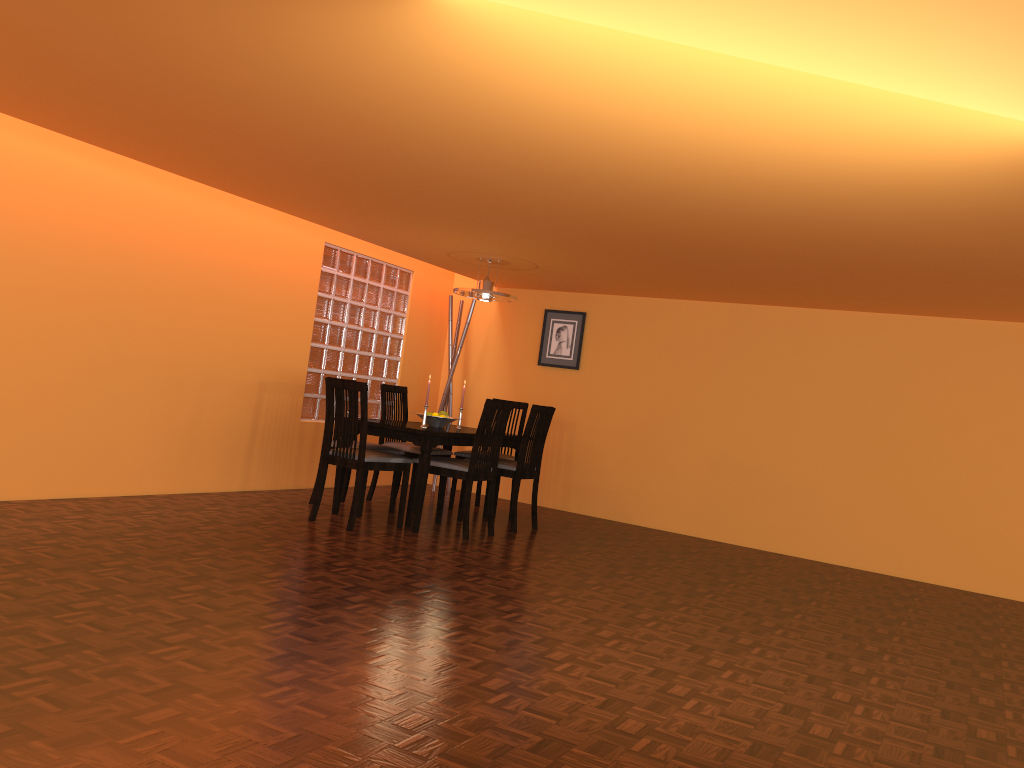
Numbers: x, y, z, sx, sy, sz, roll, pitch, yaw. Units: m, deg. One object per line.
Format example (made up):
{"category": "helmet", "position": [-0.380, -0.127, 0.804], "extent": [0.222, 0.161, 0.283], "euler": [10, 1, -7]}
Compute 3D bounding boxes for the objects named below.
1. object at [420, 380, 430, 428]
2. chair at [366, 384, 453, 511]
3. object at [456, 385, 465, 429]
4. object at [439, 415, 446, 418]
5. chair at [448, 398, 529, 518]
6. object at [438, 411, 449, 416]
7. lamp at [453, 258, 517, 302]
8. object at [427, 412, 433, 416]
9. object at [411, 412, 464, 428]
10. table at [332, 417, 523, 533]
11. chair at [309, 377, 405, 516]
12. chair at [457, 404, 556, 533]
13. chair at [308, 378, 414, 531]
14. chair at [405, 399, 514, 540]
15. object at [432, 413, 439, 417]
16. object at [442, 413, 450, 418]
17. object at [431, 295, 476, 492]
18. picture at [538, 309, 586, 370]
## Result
{"category": "object", "position": [-0.512, 0.100, 5.331], "extent": [0.044, 0.326, 0.044], "euler": [7, -1, 17]}
{"category": "chair", "position": [-0.695, 0.431, 6.082], "extent": [0.465, 0.809, 0.373], "euler": [7, -1, 29]}
{"category": "object", "position": [-0.329, 0.132, 5.847], "extent": [0.044, 0.326, 0.044], "euler": [7, -1, 17]}
{"category": "object", "position": [-0.436, 0.217, 5.531], "extent": [0.055, 0.046, 0.046], "euler": [8, -1, -9]}
{"category": "chair", "position": [-0.143, 0.508, 6.284], "extent": [0.373, 0.809, 0.465], "euler": [7, -1, 24]}
{"category": "object", "position": [-0.440, 0.206, 5.663], "extent": [0.069, 0.066, 0.069], "euler": [7, -1, 38]}
{"category": "lamp", "position": [-0.167, -0.692, 5.922], "extent": [0.435, 0.274, 0.435], "euler": [8, -1, -39]}
{"category": "object", "position": [-0.513, 0.216, 5.589], "extent": [0.089, 0.076, 0.087], "euler": [7, -1, 35]}
{"category": "object", "position": [-0.476, 0.236, 5.598], "extent": [0.337, 0.072, 0.337], "euler": [8, -1, -5]}
{"category": "table", "position": [-0.489, 0.566, 5.623], "extent": [0.697, 0.584, 1.259], "euler": [7, -1, 29]}
{"category": "chair", "position": [-0.967, 0.387, 5.575], "extent": [0.465, 0.809, 0.373], "euler": [7, -1, 29]}
{"category": "chair", "position": [-0.028, 0.515, 5.715], "extent": [0.465, 0.809, 0.373], "euler": [7, -1, 29]}
{"category": "chair", "position": [-0.840, 0.396, 5.002], "extent": [0.373, 0.809, 0.465], "euler": [7, -1, 34]}
{"category": "chair", "position": [-0.300, 0.472, 5.208], "extent": [0.465, 0.809, 0.373], "euler": [7, -1, 29]}
{"category": "object", "position": [-0.475, 0.200, 5.503], "extent": [0.046, 0.046, 0.055], "euler": [7, -1, 11]}
{"category": "object", "position": [-0.414, 0.222, 5.589], "extent": [0.055, 0.070, 0.066], "euler": [8, -1, 10]}
{"category": "object", "position": [-0.506, 0.082, 7.191], "extent": [0.226, 1.589, 0.308], "euler": [8, -1, -39]}
{"category": "picture", "position": [0.394, -0.355, 7.031], "extent": [0.361, 0.456, 0.014], "euler": [7, -1, 29]}
